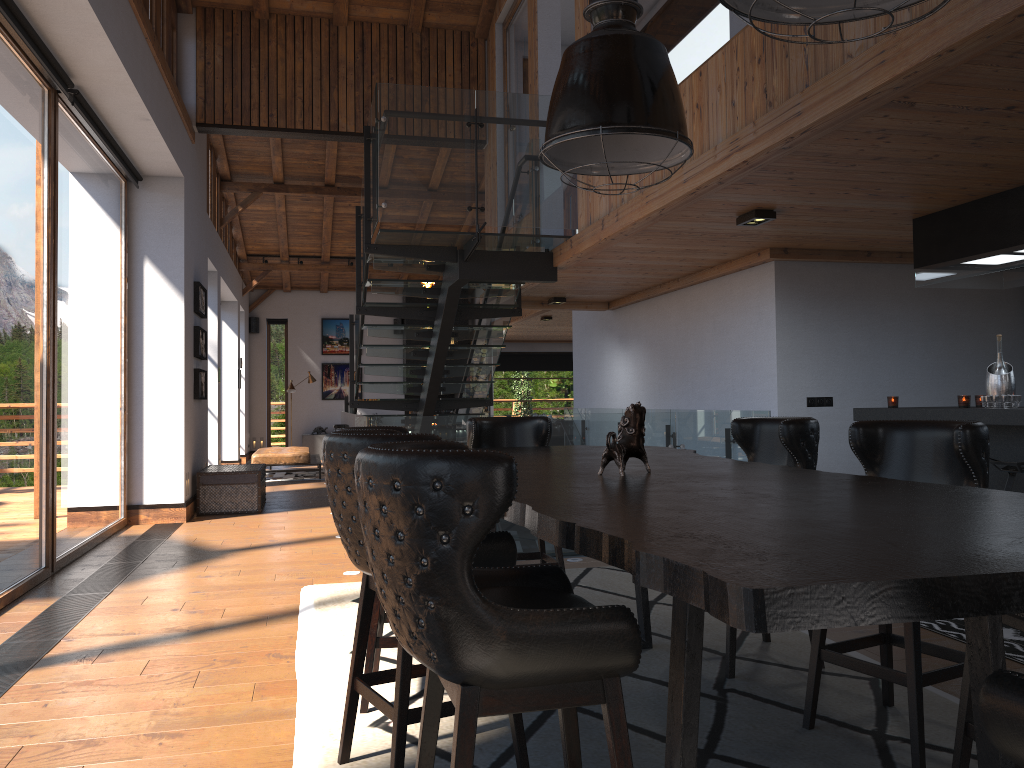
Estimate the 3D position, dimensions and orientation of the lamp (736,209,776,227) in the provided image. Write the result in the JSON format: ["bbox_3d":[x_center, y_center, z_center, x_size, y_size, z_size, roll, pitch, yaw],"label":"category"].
[{"bbox_3d":[1.582,-1.083,5.753,0.156,0.068,0.259,0,-1,-13],"label":"lamp"}]

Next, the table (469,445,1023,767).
[{"bbox_3d":[0.480,0.779,3.076,1.437,0.950,3.774,0,-1,-13],"label":"table"}]

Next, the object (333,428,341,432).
[{"bbox_3d":[-3.781,1.018,19.366,0.282,0.161,0.257,0,-1,-11],"label":"object"}]

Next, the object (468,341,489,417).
[{"bbox_3d":[-0.781,0.305,20.155,0.496,2.613,0.463,0,-2,-14],"label":"object"}]

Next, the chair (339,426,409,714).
[{"bbox_3d":[-0.416,0.719,3.566,0.569,1.092,0.503,-1,-2,-5],"label":"chair"}]

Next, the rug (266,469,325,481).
[{"bbox_3d":[-2.572,1.502,15.277,3.829,0.053,2.418,0,-1,-13],"label":"rug"}]

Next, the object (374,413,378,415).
[{"bbox_3d":[-2.998,0.859,19.546,0.340,0.455,0.335,-1,-2,12],"label":"object"}]

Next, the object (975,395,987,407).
[{"bbox_3d":[3.167,0.116,5.983,0.078,0.081,0.080,-2,-2,41],"label":"object"}]

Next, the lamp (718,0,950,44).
[{"bbox_3d":[0.747,-3.160,2.112,0.615,4.687,0.628,-2,-2,31],"label":"lamp"}]

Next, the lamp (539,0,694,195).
[{"bbox_3d":[0.392,-3.124,3.654,0.615,4.687,0.628,-2,-2,31],"label":"lamp"}]

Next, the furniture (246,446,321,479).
[{"bbox_3d":[-3.883,1.324,15.158,1.182,0.437,2.743,0,-1,-13],"label":"furniture"}]

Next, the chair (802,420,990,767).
[{"bbox_3d":[1.366,0.677,3.084,0.574,1.092,0.499,0,-2,-30],"label":"chair"}]

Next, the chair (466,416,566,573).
[{"bbox_3d":[0.009,0.733,5.004,0.507,1.092,0.564,0,-2,-15],"label":"chair"}]

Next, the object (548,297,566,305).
[{"bbox_3d":[0.525,-0.975,10.346,0.156,0.068,0.259,0,-1,-13],"label":"object"}]

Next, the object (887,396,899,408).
[{"bbox_3d":[2.735,0.130,6.363,0.078,0.081,0.080,-1,-2,21],"label":"object"}]

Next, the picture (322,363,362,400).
[{"bbox_3d":[-3.772,-0.055,19.665,0.884,0.816,0.035,0,-2,-14],"label":"picture"}]

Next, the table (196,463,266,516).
[{"bbox_3d":[-3.227,1.201,10.265,0.688,0.470,1.247,0,-1,-13],"label":"table"}]

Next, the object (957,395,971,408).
[{"bbox_3d":[2.919,0.114,5.722,0.078,0.081,0.080,-2,-2,41],"label":"object"}]

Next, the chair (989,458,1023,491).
[{"bbox_3d":[2.886,0.820,4.864,0.472,0.840,0.535,0,-2,-17],"label":"chair"}]

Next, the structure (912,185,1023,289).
[{"bbox_3d":[3.424,-0.930,4.513,0.715,0.476,3.231,0,-1,-13],"label":"structure"}]

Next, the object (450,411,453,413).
[{"bbox_3d":[-1.322,1.094,19.461,0.304,1.018,0.311,-2,-2,32],"label":"object"}]

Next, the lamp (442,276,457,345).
[{"bbox_3d":[-1.307,-1.669,17.402,0.264,2.202,0.795,0,-2,-22],"label":"lamp"}]

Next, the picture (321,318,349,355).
[{"bbox_3d":[-3.784,-1.049,19.699,0.884,0.816,0.035,0,-2,-14],"label":"picture"}]

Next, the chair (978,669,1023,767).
[{"bbox_3d":[0.960,0.641,1.116,0.507,1.092,0.564,0,-2,-15],"label":"chair"}]

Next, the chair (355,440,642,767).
[{"bbox_3d":[-0.034,0.669,1.836,0.571,1.092,0.501,0,-2,-15],"label":"chair"}]

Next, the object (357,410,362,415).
[{"bbox_3d":[-3.409,0.833,19.376,0.262,0.532,0.422,1,-2,-45],"label":"object"}]

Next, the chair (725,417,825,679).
[{"bbox_3d":[1.103,0.699,4.004,0.571,1.092,0.501,0,-2,-15],"label":"chair"}]

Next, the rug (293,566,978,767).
[{"bbox_3d":[0.473,1.241,3.388,2.566,0.047,5.598,0,-1,-13],"label":"rug"}]

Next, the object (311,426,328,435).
[{"bbox_3d":[-4.163,1.009,19.250,0.401,0.183,0.228,-1,-2,30],"label":"object"}]

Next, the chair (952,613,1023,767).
[{"bbox_3d":[1.486,0.668,2.273,0.569,1.092,0.503,-1,-2,-5],"label":"chair"}]

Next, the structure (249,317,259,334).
[{"bbox_3d":[-5.577,-1.270,19.173,0.215,0.349,0.212,0,-2,-14],"label":"structure"}]

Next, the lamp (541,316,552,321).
[{"bbox_3d":[0.614,-1.169,15.784,0.156,0.068,0.259,0,-1,-13],"label":"lamp"}]

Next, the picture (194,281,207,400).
[{"bbox_3d":[-3.587,-0.477,10.211,0.059,1.313,0.769,0,-2,-13],"label":"picture"}]

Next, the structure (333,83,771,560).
[{"bbox_3d":[-2.522,0.986,7.781,9.263,6.401,10.960,0,-1,-13],"label":"structure"}]

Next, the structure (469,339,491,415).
[{"bbox_3d":[-0.772,0.298,20.148,0.505,2.618,0.509,0,-2,-14],"label":"structure"}]

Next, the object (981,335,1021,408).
[{"bbox_3d":[3.024,-0.077,5.491,0.227,0.453,0.223,0,-2,-14],"label":"object"}]

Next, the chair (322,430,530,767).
[{"bbox_3d":[-0.297,0.691,2.756,0.574,1.092,0.499,0,-2,-30],"label":"chair"}]

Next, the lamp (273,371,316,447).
[{"bbox_3d":[-4.492,0.669,18.281,0.526,1.900,1.326,-1,-2,8],"label":"lamp"}]

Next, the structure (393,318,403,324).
[{"bbox_3d":[-2.554,-1.293,19.938,0.215,0.349,0.212,0,-2,-14],"label":"structure"}]

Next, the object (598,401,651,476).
[{"bbox_3d":[0.379,0.186,3.022,0.114,0.253,0.223,-2,-2,39],"label":"object"}]

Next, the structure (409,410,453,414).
[{"bbox_3d":[-1.781,0.853,19.738,0.988,0.514,0.182,0,-2,-14],"label":"structure"}]

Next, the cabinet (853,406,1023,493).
[{"bbox_3d":[3.476,0.670,4.275,0.894,1.104,4.772,0,-1,-13],"label":"cabinet"}]
